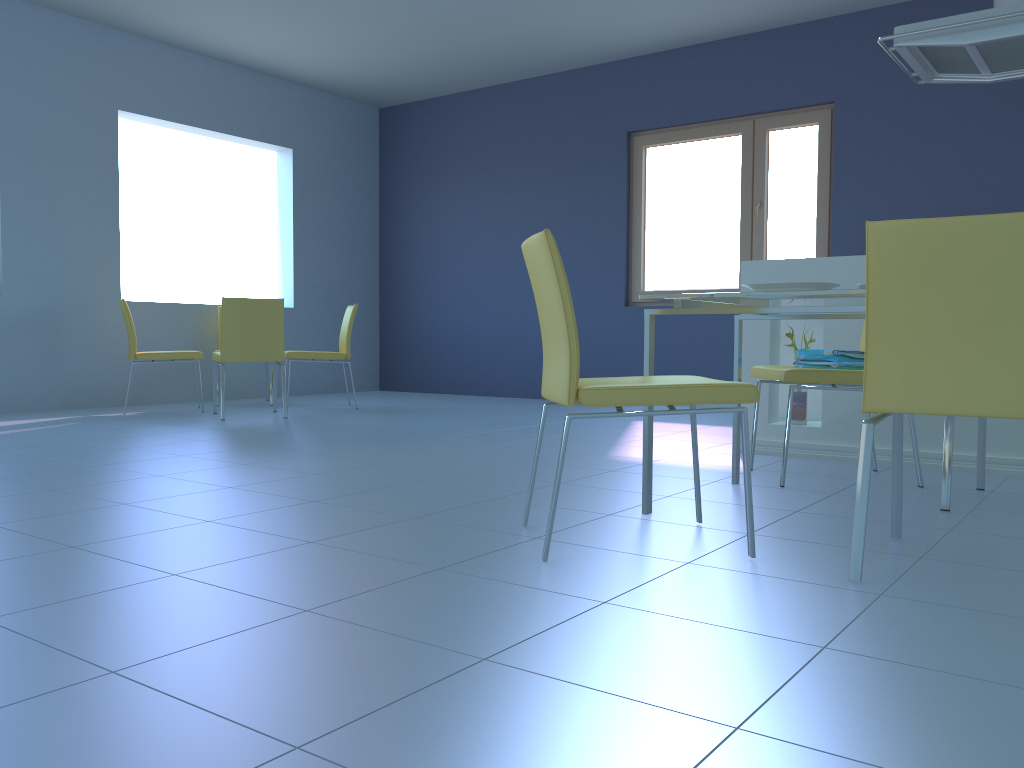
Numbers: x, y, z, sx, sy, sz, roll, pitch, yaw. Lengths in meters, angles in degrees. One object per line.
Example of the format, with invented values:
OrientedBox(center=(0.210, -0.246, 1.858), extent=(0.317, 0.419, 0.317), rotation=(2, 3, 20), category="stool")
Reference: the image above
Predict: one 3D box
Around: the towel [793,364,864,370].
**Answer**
OrientedBox(center=(1.090, -0.057, 3.015), extent=(0.195, 0.024, 0.201), rotation=(-2, 4, -35), category="towel")

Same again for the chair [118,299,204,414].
OrientedBox(center=(-2.222, -0.179, 5.615), extent=(0.484, 0.695, 0.387), rotation=(-1, 3, -23), category="chair")

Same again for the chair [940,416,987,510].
OrientedBox(center=(1.495, 0.000, 2.524), extent=(0.387, 0.695, 0.484), rotation=(3, 4, 38), category="chair")

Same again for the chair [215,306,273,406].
OrientedBox(center=(-1.913, -0.213, 6.316), extent=(0.387, 0.695, 0.484), rotation=(-1, 3, -18), category="chair")

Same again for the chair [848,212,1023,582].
OrientedBox(center=(0.934, 0.034, 1.792), extent=(0.387, 0.695, 0.484), rotation=(2, 3, 33), category="chair")

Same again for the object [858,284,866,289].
OrientedBox(center=(0.960, -0.236, 2.213), extent=(0.194, 0.020, 0.190), rotation=(1, 3, 17), category="object")

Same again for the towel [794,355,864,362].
OrientedBox(center=(1.091, -0.086, 3.011), extent=(0.195, 0.027, 0.192), rotation=(-2, 3, -33), category="towel")

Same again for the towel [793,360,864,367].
OrientedBox(center=(1.089, -0.071, 3.009), extent=(0.195, 0.024, 0.201), rotation=(-1, 3, -29), category="towel")

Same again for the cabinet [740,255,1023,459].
OrientedBox(center=(2.323, -0.121, 4.066), extent=(2.139, 0.800, 2.200), rotation=(2, 4, 36), category="cabinet")

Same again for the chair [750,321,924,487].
OrientedBox(center=(1.107, -0.028, 3.021), extent=(0.484, 0.695, 0.387), rotation=(0, 3, -1), category="chair")

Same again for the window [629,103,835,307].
OrientedBox(center=(1.460, -1.174, 6.078), extent=(1.475, 1.263, 0.142), rotation=(2, 4, 36), category="window")

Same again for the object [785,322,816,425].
OrientedBox(center=(1.166, -0.045, 3.606), extent=(0.067, 0.423, 0.229), rotation=(-1, 3, -23), category="object")

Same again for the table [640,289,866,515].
OrientedBox(center=(1.021, 0.066, 2.309), extent=(1.173, 0.590, 0.730), rotation=(2, 4, 36), category="table")

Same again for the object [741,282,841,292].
OrientedBox(center=(0.703, -0.239, 2.238), extent=(0.228, 0.020, 0.228), rotation=(2, 3, 33), category="object")

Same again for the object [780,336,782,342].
OrientedBox(center=(1.160, -0.032, 3.912), extent=(0.050, 0.365, 0.085), rotation=(2, 3, 34), category="object")

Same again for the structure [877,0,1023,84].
OrientedBox(center=(1.930, -1.708, 3.317), extent=(0.895, 0.962, 0.695), rotation=(2, 4, 36), category="structure")

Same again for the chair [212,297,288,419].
OrientedBox(center=(-1.566, -0.159, 5.292), extent=(0.387, 0.695, 0.484), rotation=(-1, 3, -23), category="chair")

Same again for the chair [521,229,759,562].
OrientedBox(center=(0.266, 0.016, 2.050), extent=(0.484, 0.695, 0.387), rotation=(0, 3, -6), category="chair")

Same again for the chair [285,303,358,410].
OrientedBox(center=(-1.287, -0.190, 5.975), extent=(0.484, 0.699, 0.387), rotation=(-1, 3, -18), category="chair")

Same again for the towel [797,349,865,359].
OrientedBox(center=(1.094, -0.102, 3.008), extent=(0.195, 0.033, 0.190), rotation=(-1, 3, -28), category="towel")
